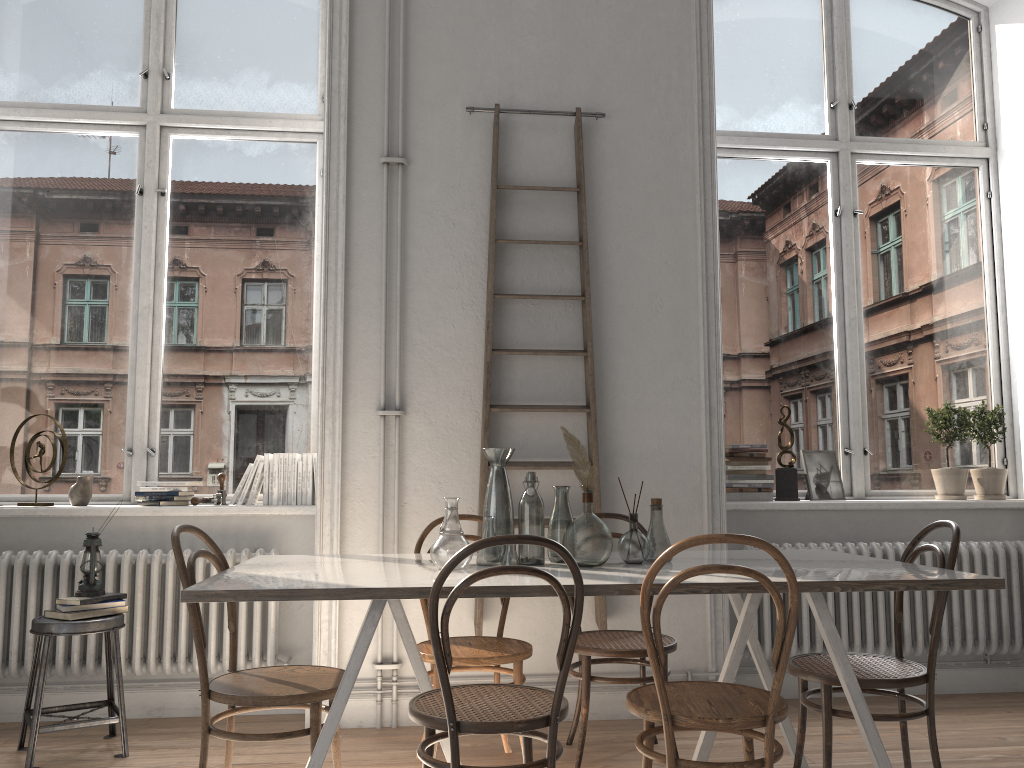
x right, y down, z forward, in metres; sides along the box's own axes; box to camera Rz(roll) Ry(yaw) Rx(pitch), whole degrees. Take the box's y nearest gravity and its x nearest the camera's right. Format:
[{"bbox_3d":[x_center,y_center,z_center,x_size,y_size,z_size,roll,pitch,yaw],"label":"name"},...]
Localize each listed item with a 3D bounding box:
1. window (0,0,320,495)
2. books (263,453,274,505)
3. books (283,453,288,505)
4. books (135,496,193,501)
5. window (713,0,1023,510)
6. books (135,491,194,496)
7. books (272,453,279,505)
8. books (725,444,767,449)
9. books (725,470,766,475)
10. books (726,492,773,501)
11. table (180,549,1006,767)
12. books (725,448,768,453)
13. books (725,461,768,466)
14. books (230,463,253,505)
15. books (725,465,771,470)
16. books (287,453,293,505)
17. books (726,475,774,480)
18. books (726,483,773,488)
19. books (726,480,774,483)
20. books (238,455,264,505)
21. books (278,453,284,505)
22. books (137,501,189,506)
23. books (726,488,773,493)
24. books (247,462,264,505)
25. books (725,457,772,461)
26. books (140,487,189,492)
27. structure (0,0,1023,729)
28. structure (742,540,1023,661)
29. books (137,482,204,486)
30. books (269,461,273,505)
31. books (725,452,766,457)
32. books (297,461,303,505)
[{"bbox_3d":[-1.809,-0.872,4.464,1.622,2.840,0.013,1,-6,-6],"label":"window"},{"bbox_3d":[-1.166,0.457,4.254,0.024,0.243,0.175,1,-6,-6],"label":"books"},{"bbox_3d":[-1.076,0.457,4.259,0.019,0.243,0.175,1,-6,-6],"label":"books"},{"bbox_3d":[-1.628,0.536,4.158,0.205,0.022,0.155,-2,-7,14],"label":"books"},{"bbox_3d":[7.738,-4.758,8.973,14.385,15.921,26.421,1,-6,-6],"label":"window"},{"bbox_3d":[-1.626,0.514,4.159,0.221,0.023,0.147,-1,-6,9],"label":"books"},{"bbox_3d":[-1.115,0.454,4.229,0.024,0.243,0.175,1,-6,-6],"label":"books"},{"bbox_3d":[1.163,0.319,4.506,0.201,0.024,0.159,2,-7,-16],"label":"books"},{"bbox_3d":[1.170,0.448,4.484,0.205,0.022,0.155,-1,-6,8],"label":"books"},{"bbox_3d":[1.156,0.566,4.459,0.248,0.043,0.193,1,-6,-6],"label":"books"},{"bbox_3d":[0.209,0.974,2.831,2.200,0.779,1.101,1,-6,-6],"label":"table"},{"bbox_3d":[1.170,0.340,4.496,0.205,0.020,0.155,1,-6,-6],"label":"books"},{"bbox_3d":[1.170,0.403,4.488,0.205,0.022,0.155,1,-7,-11],"label":"books"},{"bbox_3d":[-1.275,0.477,4.222,0.105,0.194,0.155,1,-6,-7],"label":"books"},{"bbox_3d":[1.173,0.425,4.492,0.222,0.024,0.158,1,-6,-6],"label":"books"},{"bbox_3d":[-1.055,0.458,4.266,0.024,0.243,0.175,1,-6,-6],"label":"books"},{"bbox_3d":[1.165,0.473,4.485,0.245,0.028,0.194,1,-7,-11],"label":"books"},{"bbox_3d":[1.158,0.511,4.464,0.249,0.023,0.175,1,-6,-6],"label":"books"},{"bbox_3d":[1.166,0.494,4.482,0.255,0.014,0.193,0,-6,-3],"label":"books"},{"bbox_3d":[-1.236,0.457,4.224,0.100,0.234,0.175,1,-6,-6],"label":"books"},{"bbox_3d":[-1.094,0.455,4.240,0.019,0.243,0.175,1,-6,-6],"label":"books"},{"bbox_3d":[-1.635,0.559,4.158,0.221,0.023,0.147,-6,-9,42],"label":"books"},{"bbox_3d":[1.158,0.534,4.461,0.249,0.023,0.175,1,-6,-11],"label":"books"},{"bbox_3d":[-1.211,0.474,4.226,0.072,0.203,0.155,1,-6,-6],"label":"books"},{"bbox_3d":[1.165,0.382,4.491,0.244,0.019,0.175,1,-6,-6],"label":"books"},{"bbox_3d":[-1.623,0.492,4.150,0.205,0.020,0.155,2,-7,-16],"label":"books"},{"bbox_3d":[0.012,-0.723,4.241,5.182,4.470,0.340,1,-6,-6],"label":"structure"},{"bbox_3d":[1.840,1.047,4.338,1.577,0.552,0.195,1,-6,-6],"label":"structure"},{"bbox_3d":[-1.606,0.469,4.174,0.244,0.019,0.175,-1,-6,4],"label":"books"},{"bbox_3d":[-1.138,0.474,4.235,0.020,0.205,0.155,1,-6,-6],"label":"books"},{"bbox_3d":[1.156,0.361,4.492,0.231,0.023,0.163,-1,-6,9],"label":"books"},{"bbox_3d":[-1.009,0.475,4.249,0.020,0.205,0.155,1,-6,-6],"label":"books"}]
